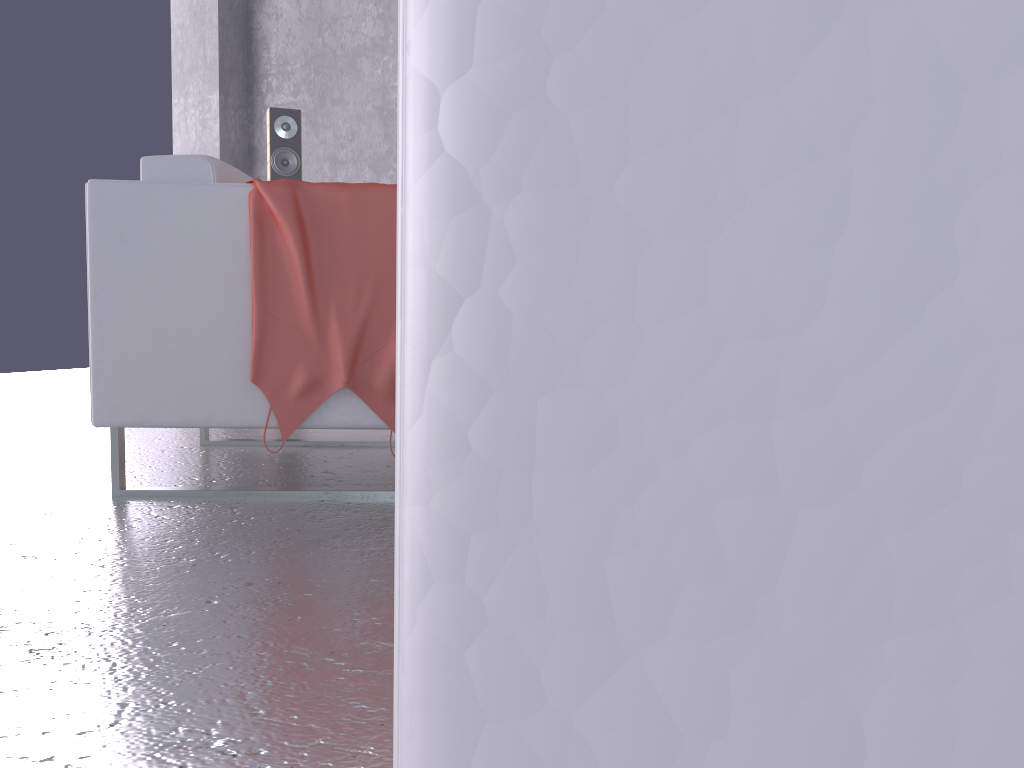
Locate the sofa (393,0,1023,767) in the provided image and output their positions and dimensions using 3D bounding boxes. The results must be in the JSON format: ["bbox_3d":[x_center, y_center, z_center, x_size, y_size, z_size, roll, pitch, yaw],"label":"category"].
[{"bbox_3d":[1.251,0.063,0.148,2.353,0.824,1.026,4,6,26],"label":"sofa"}]

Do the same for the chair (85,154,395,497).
[{"bbox_3d":[-0.462,-0.167,2.459,1.026,0.808,0.936,1,5,-4],"label":"chair"}]

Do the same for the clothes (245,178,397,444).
[{"bbox_3d":[-0.366,-0.168,2.085,0.574,0.604,0.254,1,5,-5],"label":"clothes"}]

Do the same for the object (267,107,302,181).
[{"bbox_3d":[-1.246,-0.737,4.852,0.244,1.473,0.444,-1,5,-19],"label":"object"}]
